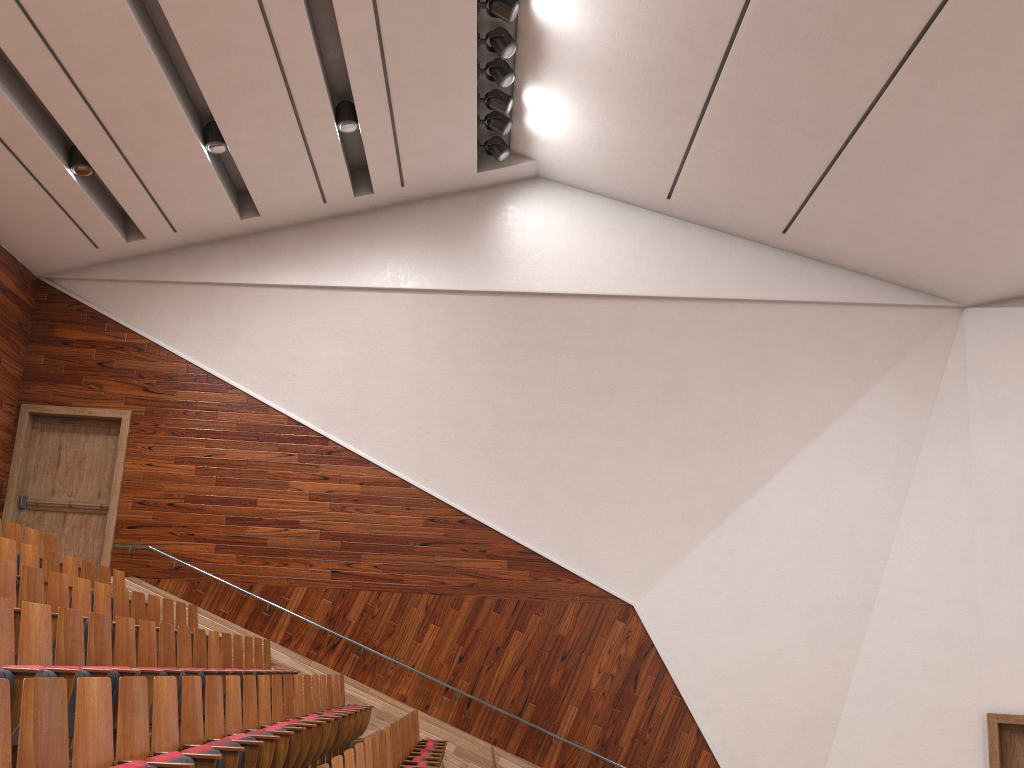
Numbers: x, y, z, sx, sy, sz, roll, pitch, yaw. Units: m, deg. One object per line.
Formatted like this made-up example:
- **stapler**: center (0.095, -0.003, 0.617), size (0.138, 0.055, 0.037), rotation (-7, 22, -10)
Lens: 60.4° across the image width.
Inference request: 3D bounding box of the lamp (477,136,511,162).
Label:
- **lamp**: center (-0.023, -0.297, 1.109), size (0.045, 0.031, 0.031), rotation (4, -15, -1)

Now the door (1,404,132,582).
- **door**: center (-0.567, 0.147, 1.118), size (0.140, 0.233, 0.025), rotation (4, -12, -2)

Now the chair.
- **chair**: center (-0.103, 0.179, 0.357), size (0.770, 0.361, 1.221), rotation (3, -18, -1)

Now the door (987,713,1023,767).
- **door**: center (0.597, 0.481, 0.945), size (0.141, 0.233, 0.025), rotation (-7, -15, 37)

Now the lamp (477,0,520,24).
- **lamp**: center (-0.014, -0.374, 0.872), size (0.044, 0.030, 0.031), rotation (4, -15, -1)

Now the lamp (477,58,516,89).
- **lamp**: center (-0.018, -0.343, 0.968), size (0.045, 0.031, 0.031), rotation (4, -15, -1)

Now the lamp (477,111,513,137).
- **lamp**: center (-0.021, -0.313, 1.057), size (0.045, 0.030, 0.031), rotation (4, -15, -1)

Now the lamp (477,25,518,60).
- **lamp**: center (-0.016, -0.358, 0.923), size (0.045, 0.031, 0.031), rotation (4, -15, -1)

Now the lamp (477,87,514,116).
- **lamp**: center (-0.020, -0.326, 1.018), size (0.044, 0.030, 0.031), rotation (4, -15, -1)
